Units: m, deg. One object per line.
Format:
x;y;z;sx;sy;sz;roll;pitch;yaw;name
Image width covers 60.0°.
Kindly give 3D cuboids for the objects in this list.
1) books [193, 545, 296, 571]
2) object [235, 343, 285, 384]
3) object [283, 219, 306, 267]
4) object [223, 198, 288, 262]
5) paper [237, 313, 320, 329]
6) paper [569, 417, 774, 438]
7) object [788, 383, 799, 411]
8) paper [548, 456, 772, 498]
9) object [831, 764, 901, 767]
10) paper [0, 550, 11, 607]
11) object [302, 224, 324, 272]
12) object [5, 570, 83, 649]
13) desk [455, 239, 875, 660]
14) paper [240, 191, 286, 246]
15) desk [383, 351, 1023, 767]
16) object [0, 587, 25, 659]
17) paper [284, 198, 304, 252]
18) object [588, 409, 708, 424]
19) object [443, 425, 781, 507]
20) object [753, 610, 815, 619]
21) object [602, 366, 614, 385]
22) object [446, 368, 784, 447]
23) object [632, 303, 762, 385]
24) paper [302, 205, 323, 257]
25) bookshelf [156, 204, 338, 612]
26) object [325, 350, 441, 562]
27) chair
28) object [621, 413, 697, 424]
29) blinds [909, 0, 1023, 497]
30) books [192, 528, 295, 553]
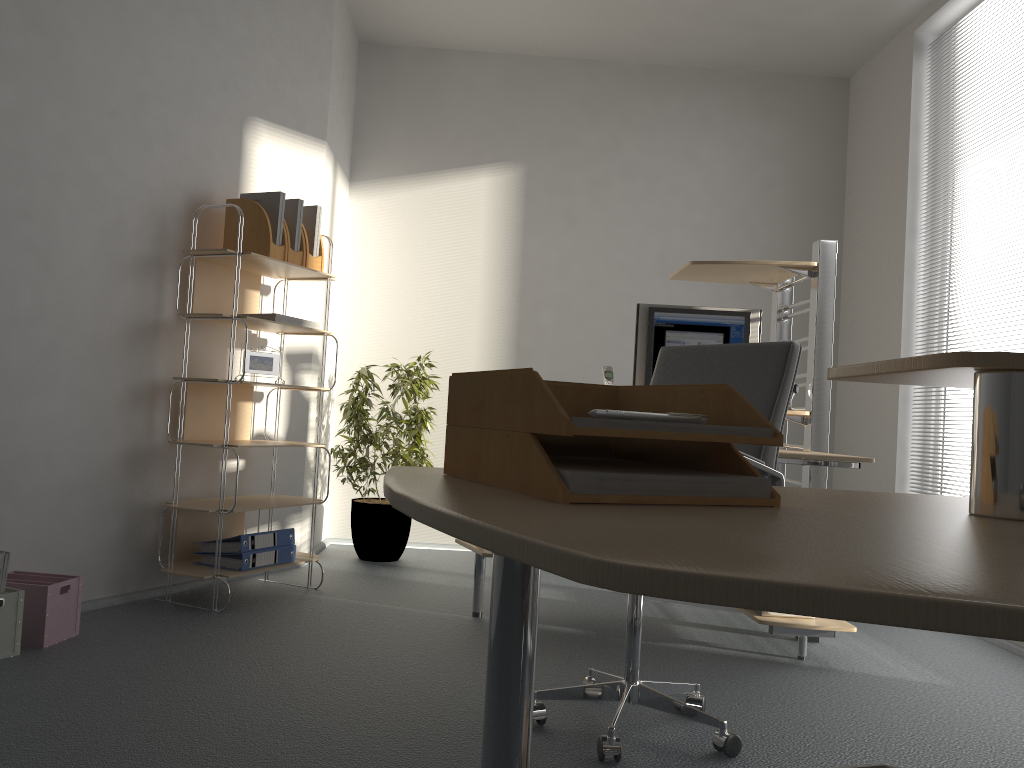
-1.104;0.705;3.678;0.262;0.072;0.320;2;-2;26;books
-1.049;-0.083;3.708;0.077;0.161;0.192;1;-3;44;object
-1.012;-0.625;3.799;0.243;0.259;0.113;2;-2;26;object
-1.062;-0.632;3.686;0.243;0.259;0.113;2;-2;23;object
-1.002;-0.263;3.813;0.213;0.046;0.297;2;-2;25;paper
0.089;0.040;0.922;0.210;0.010;0.297;4;-2;-23;paper
1.070;0.036;3.561;0.154;0.135;0.093;2;-3;35;object
0.086;0.091;0.920;0.210;0.019;0.297;4;-2;-23;paper
0.266;0.485;0.812;0.438;0.162;0.351;4;-2;-18;object
-1.618;0.647;2.662;0.220;0.306;0.068;2;-2;25;paper
-0.954;-0.617;3.909;0.243;0.259;0.113;2;-2;29;object
-1.560;0.728;2.863;0.245;0.202;0.185;3;-2;7;object
0.496;0.178;3.486;1.469;1.566;0.967;3;-2;-2;desk
-1.054;-0.650;3.706;0.213;0.297;0.045;2;-2;23;paper
0.601;0.081;0.695;1.469;1.566;0.967;3;-2;-2;desk
-1.628;0.716;2.646;0.245;0.202;0.185;2;-2;25;object
-1.003;-0.643;3.819;0.213;0.297;0.045;2;-2;26;paper
0.129;0.030;0.828;0.159;0.009;0.008;5;-3;-38;object
0.087;0.079;0.921;0.225;0.060;0.309;4;-2;-23;object
0.999;0.638;3.411;0.199;0.422;0.471;3;-2;-2;object
0.411;-0.002;3.735;0.150;0.151;0.119;4;-2;-16;object
0.090;0.023;0.923;0.225;0.060;0.309;4;-2;-23;object
0.787;-0.113;3.776;0.516;0.418;0.245;3;-2;13;object
-0.944;-0.636;3.929;0.213;0.297;0.045;2;-2;29;paper
-1.076;0.097;3.719;0.381;1.572;0.724;2;-2;25;bookshelf
-0.653;0.378;4.775;0.544;1.147;0.644;2;-2;27;object
0.349;0.387;2.367;0.652;1.048;0.584;5;-3;-36;chair
0.134;0.031;0.857;0.008;0.009;0.159;1;-3;43;object
2.128;-0.419;3.578;0.037;2.749;1.950;3;-2;-2;blinds
-1.110;0.649;3.685;0.263;0.100;0.320;2;-2;26;books
